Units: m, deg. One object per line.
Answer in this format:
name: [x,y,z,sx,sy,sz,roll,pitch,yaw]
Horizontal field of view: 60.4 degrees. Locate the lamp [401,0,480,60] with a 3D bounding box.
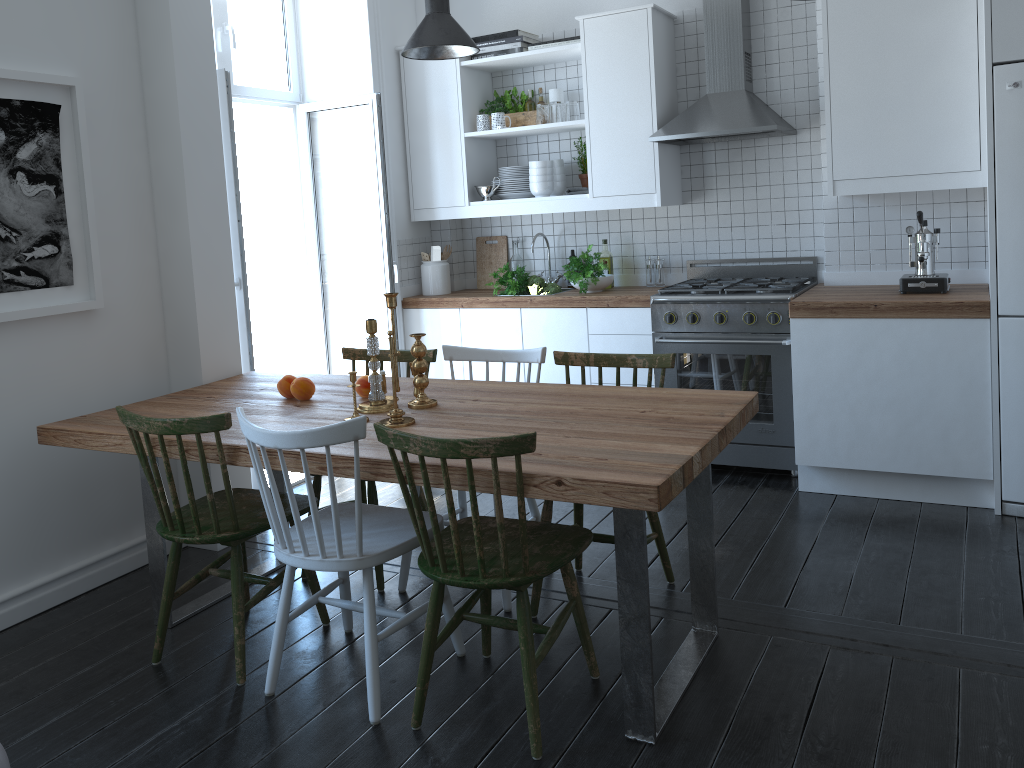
lamp: [-1.322,-1.371,4.888,2.700,2.486,0.498,1,6,28]

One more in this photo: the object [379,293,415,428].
object: [-0.372,-0.075,2.735,0.113,0.406,0.114,-4,5,-9]

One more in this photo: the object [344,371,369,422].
object: [-0.502,0.042,2.810,0.080,0.159,0.081,-5,6,-14]

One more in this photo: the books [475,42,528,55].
books: [-0.041,-1.954,5.171,0.328,0.030,0.263,2,12,26]

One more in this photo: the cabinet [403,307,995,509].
cabinet: [0.809,-0.023,4.708,3.188,0.806,0.738,4,11,36]

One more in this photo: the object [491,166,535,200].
object: [0.025,-1.194,5.239,0.300,0.192,0.310,2,10,29]

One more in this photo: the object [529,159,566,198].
object: [0.205,-1.186,5.081,0.149,0.214,0.314,0,9,26]

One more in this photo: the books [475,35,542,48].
books: [-0.027,-1.986,5.174,0.351,0.030,0.292,2,12,28]

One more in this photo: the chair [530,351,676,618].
chair: [0.305,0.328,3.032,0.467,0.819,0.492,-1,7,27]

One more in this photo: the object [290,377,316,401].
object: [-0.765,0.018,3.221,0.091,0.087,0.084,-9,9,-35]

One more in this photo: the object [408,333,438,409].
object: [-0.311,-0.046,2.985,0.101,0.245,0.101,-8,7,-38]

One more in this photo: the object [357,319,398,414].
object: [-0.465,-0.066,2.976,0.141,0.308,0.141,-5,6,-19]

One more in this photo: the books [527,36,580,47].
books: [0.301,-1.929,5.006,0.341,0.015,0.278,3,13,29]

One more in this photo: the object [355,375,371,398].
object: [-0.524,0.009,3.201,0.089,0.083,0.085,3,10,40]

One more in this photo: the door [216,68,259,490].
door: [-1.469,-0.423,4.152,0.586,2.006,0.106,0,5,34]

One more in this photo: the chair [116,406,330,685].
chair: [-0.911,0.445,2.819,0.467,0.819,0.492,-1,7,27]

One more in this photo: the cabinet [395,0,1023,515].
cabinet: [1.029,-0.773,4.475,3.792,2.347,0.788,2,7,32]

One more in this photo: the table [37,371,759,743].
table: [-0.393,0.438,2.970,2.227,0.708,1.033,2,10,28]

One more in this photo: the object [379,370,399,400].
object: [-0.456,0.005,3.116,0.102,0.113,0.103,-2,8,14]

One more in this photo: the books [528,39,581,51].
books: [0.300,-1.901,4.999,0.350,0.037,0.265,2,12,27]

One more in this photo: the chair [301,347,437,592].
chair: [-0.562,0.296,3.473,0.467,0.819,0.492,-1,7,27]

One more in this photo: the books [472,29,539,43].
books: [-0.042,-2.020,5.173,0.325,0.037,0.263,3,13,30]

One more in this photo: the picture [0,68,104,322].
picture: [-1.819,-0.669,3.128,0.083,0.879,0.697,-1,7,28]

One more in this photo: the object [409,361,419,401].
object: [-0.334,-0.008,3.080,0.049,0.137,0.050,-1,6,28]

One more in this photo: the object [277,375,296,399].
object: [-0.829,0.010,3.275,0.088,0.089,0.085,-1,8,18]

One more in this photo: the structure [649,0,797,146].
structure: [1.053,-1.908,4.485,0.633,1.292,0.535,-1,6,28]

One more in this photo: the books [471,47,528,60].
books: [-0.024,-1.918,5.177,0.351,0.043,0.263,3,12,30]

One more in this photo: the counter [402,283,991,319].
counter: [0.749,-0.439,4.628,3.100,0.073,0.859,2,12,28]

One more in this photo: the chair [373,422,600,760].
chair: [-0.044,0.477,2.378,0.467,0.819,0.492,-1,7,27]

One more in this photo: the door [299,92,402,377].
door: [-0.940,-0.649,5.147,0.585,2.006,0.106,-2,5,23]

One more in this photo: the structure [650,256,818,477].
structure: [1.160,-0.110,4.515,0.700,1.009,0.731,0,7,28]

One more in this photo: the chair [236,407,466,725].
chair: [-0.486,0.459,2.572,0.466,0.834,0.516,0,7,28]

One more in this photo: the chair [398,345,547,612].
chair: [-0.121,0.299,3.278,0.466,0.834,0.516,0,7,28]

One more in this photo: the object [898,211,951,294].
object: [1.833,-0.591,3.924,0.206,0.366,0.358,0,8,28]
